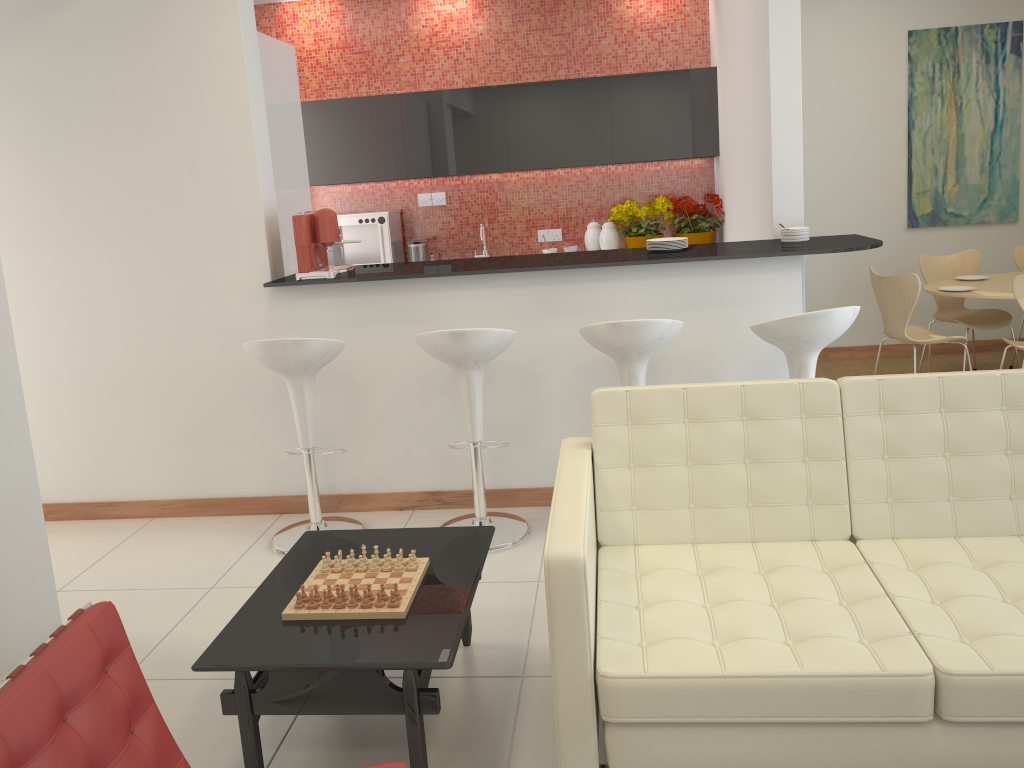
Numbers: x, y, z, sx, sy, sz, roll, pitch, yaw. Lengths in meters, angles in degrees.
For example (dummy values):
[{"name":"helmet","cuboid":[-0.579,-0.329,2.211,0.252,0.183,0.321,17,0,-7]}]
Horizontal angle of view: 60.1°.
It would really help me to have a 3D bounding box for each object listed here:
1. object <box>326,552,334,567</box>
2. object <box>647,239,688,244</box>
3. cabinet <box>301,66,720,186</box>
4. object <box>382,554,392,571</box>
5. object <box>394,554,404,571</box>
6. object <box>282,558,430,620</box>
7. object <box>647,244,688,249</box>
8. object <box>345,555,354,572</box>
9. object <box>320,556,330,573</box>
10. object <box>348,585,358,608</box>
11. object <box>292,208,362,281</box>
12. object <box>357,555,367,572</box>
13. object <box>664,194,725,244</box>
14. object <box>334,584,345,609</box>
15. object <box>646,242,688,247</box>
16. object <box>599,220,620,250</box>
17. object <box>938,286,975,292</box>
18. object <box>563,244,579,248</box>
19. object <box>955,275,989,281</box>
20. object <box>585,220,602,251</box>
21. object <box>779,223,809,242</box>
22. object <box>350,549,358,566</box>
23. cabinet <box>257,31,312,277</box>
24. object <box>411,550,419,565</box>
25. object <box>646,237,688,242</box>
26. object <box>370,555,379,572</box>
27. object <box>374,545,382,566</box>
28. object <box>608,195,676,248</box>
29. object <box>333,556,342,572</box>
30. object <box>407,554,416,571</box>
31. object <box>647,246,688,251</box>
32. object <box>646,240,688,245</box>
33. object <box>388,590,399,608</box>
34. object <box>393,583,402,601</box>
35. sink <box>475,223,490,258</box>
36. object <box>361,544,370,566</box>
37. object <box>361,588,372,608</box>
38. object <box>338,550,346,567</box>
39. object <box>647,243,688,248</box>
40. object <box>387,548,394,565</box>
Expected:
[{"name":"object","cuboid":[-0.590,0.562,2.844,0.030,0.043,0.030,-1,11,14]},{"name":"object","cuboid":[0.794,-0.727,4.530,0.212,0.015,0.211,-14,16,-38]},{"name":"cabinet","cuboid":[-0.028,-2.019,7.023,3.241,0.653,0.356,-3,11,7]},{"name":"object","cuboid":[-0.395,0.560,2.781,0.030,0.049,0.030,-1,11,14]},{"name":"object","cuboid":[-0.356,0.558,2.777,0.030,0.049,0.030,-1,11,14]},{"name":"object","cuboid":[-0.463,0.619,2.696,0.360,0.021,0.364,-3,13,7]},{"name":"object","cuboid":[0.796,-0.700,4.535,0.212,0.015,0.211,-14,16,-38]},{"name":"object","cuboid":[-0.515,0.565,2.795,0.030,0.049,0.030,-1,11,14]},{"name":"object","cuboid":[-0.594,0.569,2.804,0.030,0.049,0.030,-1,11,14]},{"name":"object","cuboid":[-0.461,0.610,2.549,0.030,0.063,0.030,-2,11,14]},{"name":"object","cuboid":[-0.888,-0.709,4.412,0.320,0.333,0.324,-3,11,7]},{"name":"object","cuboid":[-0.475,0.563,2.790,0.030,0.049,0.030,-1,11,14]},{"name":"object","cuboid":[1.428,-1.254,6.831,0.503,0.444,0.527,-7,12,-13]},{"name":"object","cuboid":[-0.500,0.609,2.554,0.030,0.069,0.030,-2,11,14]},{"name":"object","cuboid":[0.795,-0.713,4.532,0.212,0.015,0.211,-14,16,-38]},{"name":"object","cuboid":[0.762,-1.138,6.921,0.160,0.280,0.160,-11,12,-31]},{"name":"object","cuboid":[2.851,-0.608,5.678,0.210,0.015,0.212,3,15,28]},{"name":"object","cuboid":[0.474,-1.107,7.095,0.008,0.009,0.236,4,15,35]},{"name":"object","cuboid":[3.170,-0.729,6.107,0.210,0.015,0.212,3,15,28]},{"name":"object","cuboid":[0.660,-1.167,7.080,0.160,0.280,0.160,-11,12,-31]},{"name":"object","cuboid":[1.435,-0.785,4.542,0.173,0.096,0.141,-4,12,0]},{"name":"object","cuboid":[-0.511,0.553,2.834,0.030,0.054,0.030,-2,11,14]},{"name":"cabinet","cuboid":[-2.106,-0.675,5.196,1.636,2.499,1.068,-3,10,7]},{"name":"object","cuboid":[-0.312,0.550,2.812,0.030,0.043,0.030,-1,11,14]},{"name":"object","cuboid":[0.793,-0.734,4.529,0.212,0.015,0.211,-14,16,-38]},{"name":"object","cuboid":[-0.435,0.562,2.786,0.030,0.049,0.030,-1,11,14]},{"name":"object","cuboid":[-0.432,0.545,2.824,0.030,0.063,0.030,-2,11,14]},{"name":"object","cuboid":[1.011,-1.234,6.876,0.522,0.444,0.508,-2,12,9]},{"name":"object","cuboid":[-0.554,0.567,2.799,0.030,0.049,0.030,-1,11,14]},{"name":"object","cuboid":[-0.316,0.556,2.772,0.030,0.049,0.030,-1,11,14]},{"name":"object","cuboid":[0.796,-0.693,4.536,0.212,0.015,0.211,-14,16,-38]},{"name":"object","cuboid":[0.794,-0.720,4.531,0.212,0.015,0.211,-14,16,-38]},{"name":"object","cuboid":[-0.341,0.614,2.537,0.030,0.043,0.030,-1,11,14]},{"name":"object","cuboid":[-0.337,0.602,2.576,0.030,0.049,0.030,-1,11,14]},{"name":"sink","cuboid":[-0.222,-1.026,7.154,0.808,0.532,0.421,-3,11,7]},{"name":"object","cuboid":[-0.471,0.544,2.828,0.030,0.069,0.030,-2,11,14]},{"name":"object","cuboid":[-0.421,0.613,2.546,0.030,0.054,0.030,-2,11,14]},{"name":"object","cuboid":[-0.550,0.556,2.838,0.030,0.052,0.030,-4,11,-1]},{"name":"object","cuboid":[0.795,-0.707,4.533,0.212,0.015,0.211,-14,16,-38]},{"name":"object","cuboid":[-0.392,0.548,2.820,0.030,0.054,0.030,-2,11,14]}]
